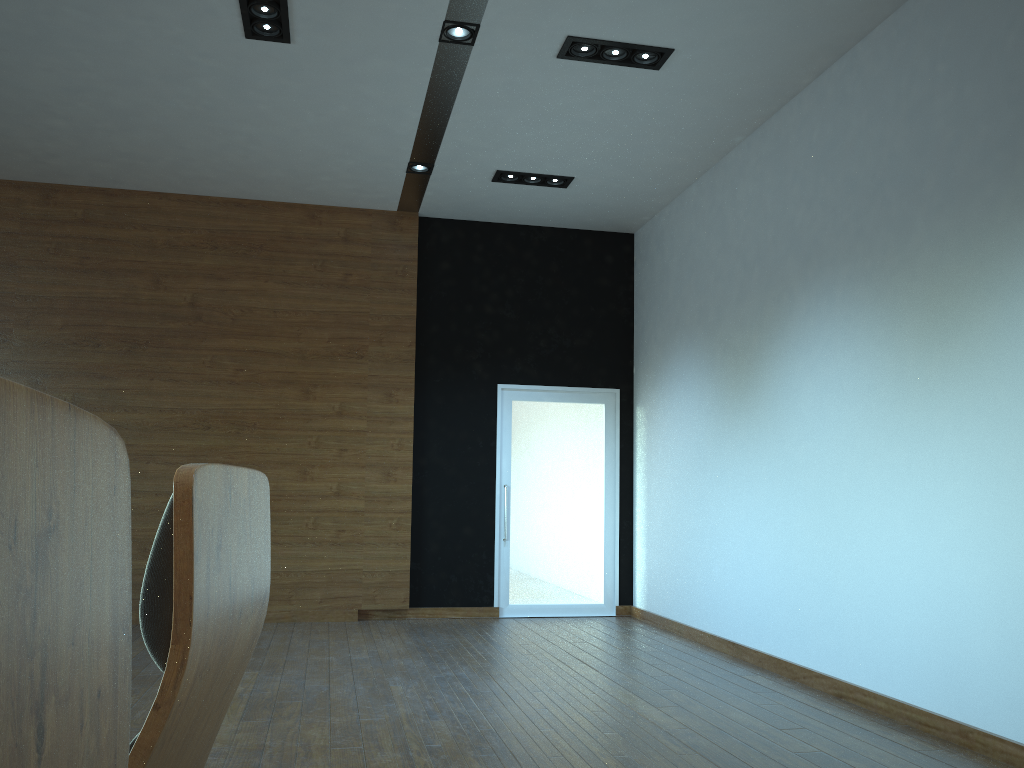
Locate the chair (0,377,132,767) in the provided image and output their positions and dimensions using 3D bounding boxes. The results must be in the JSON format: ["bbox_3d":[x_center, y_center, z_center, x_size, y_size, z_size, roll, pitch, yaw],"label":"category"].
[{"bbox_3d":[-0.469,0.541,0.132,0.696,1.123,0.709,2,-6,-11],"label":"chair"}]

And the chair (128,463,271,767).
[{"bbox_3d":[-0.652,0.649,0.978,0.696,1.123,0.709,1,-6,-5],"label":"chair"}]

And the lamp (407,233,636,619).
[{"bbox_3d":[-2.898,-0.153,5.141,9.394,3.693,16.756,2,-7,-12],"label":"lamp"}]

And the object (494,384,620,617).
[{"bbox_3d":[0.420,1.107,8.414,1.198,2.151,0.201,2,-5,-12],"label":"object"}]
